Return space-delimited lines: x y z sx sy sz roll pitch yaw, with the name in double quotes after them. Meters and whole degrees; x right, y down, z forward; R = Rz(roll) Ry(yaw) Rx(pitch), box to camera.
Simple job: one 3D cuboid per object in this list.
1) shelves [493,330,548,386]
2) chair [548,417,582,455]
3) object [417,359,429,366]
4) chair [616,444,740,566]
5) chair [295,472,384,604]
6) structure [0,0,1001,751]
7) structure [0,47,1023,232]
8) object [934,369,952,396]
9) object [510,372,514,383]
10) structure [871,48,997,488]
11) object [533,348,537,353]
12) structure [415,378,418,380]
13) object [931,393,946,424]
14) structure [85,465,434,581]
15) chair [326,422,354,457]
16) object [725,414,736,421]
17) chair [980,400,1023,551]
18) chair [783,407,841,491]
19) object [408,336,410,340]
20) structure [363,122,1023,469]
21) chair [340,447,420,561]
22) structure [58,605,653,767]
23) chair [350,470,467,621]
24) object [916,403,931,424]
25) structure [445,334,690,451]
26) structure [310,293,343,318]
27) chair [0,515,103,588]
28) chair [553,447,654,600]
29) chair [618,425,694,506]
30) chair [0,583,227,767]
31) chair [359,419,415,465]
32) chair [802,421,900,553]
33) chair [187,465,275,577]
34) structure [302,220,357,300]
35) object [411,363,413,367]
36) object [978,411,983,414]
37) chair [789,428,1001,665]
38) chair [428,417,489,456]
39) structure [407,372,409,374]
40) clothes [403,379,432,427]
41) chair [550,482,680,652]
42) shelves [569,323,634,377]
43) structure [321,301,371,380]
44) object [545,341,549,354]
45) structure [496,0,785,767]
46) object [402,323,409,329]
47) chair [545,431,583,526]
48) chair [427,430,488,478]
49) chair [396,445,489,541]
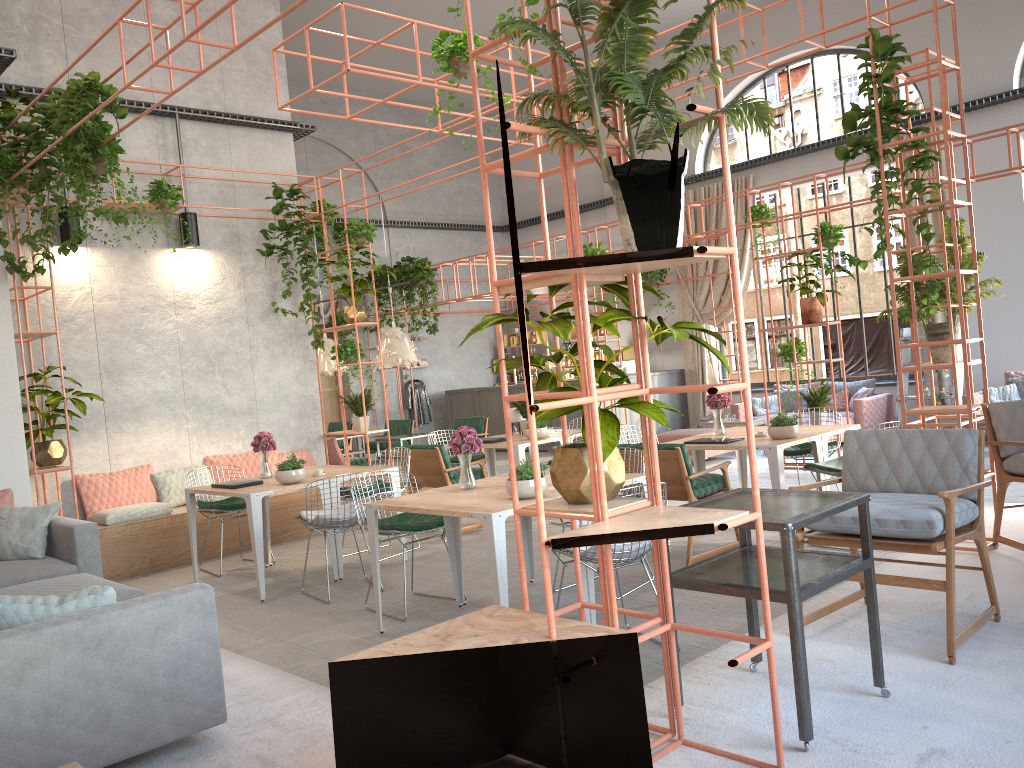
0.338 -0.190 18.959 0.328 1.838 1.750 -7 2 -43 "shelves"
0.782 0.863 10.165 0.565 0.941 0.717 -4 2 43 "chair"
-1.831 -0.444 18.168 0.219 0.149 0.129 -7 2 -43 "object"
1.257 0.890 6.888 0.685 0.917 0.722 -7 2 -43 "chair"
-1.337 1.138 6.865 0.565 0.941 0.717 -6 1 -27 "chair"
-3.187 -0.648 9.290 4.501 4.345 14.096 -7 2 -45 "structure"
-0.473 -3.233 9.450 15.603 0.110 15.203 -7 2 -43 "structure"
6.115 -0.050 12.594 0.216 0.430 0.219 -5 2 40 "object"
0.007 -0.144 19.154 0.073 0.219 0.105 -6 1 -37 "object"
3.242 -0.640 6.777 0.624 3.602 0.424 -7 2 -43 "structure"
0.477 -0.675 18.624 0.083 0.159 0.083 -6 1 -34 "object"
-1.960 -0.097 18.112 0.066 0.044 0.019 -7 2 -43 "structure"
6.034 0.353 12.523 0.236 0.464 0.225 -5 1 25 "object"
-4.529 1.580 11.349 4.386 0.500 5.831 -7 2 -43 "structure"
-3.159 1.147 15.428 0.685 0.930 0.722 -7 2 -43 "chair"
3.314 0.546 13.585 0.199 0.145 0.156 -6 1 -29 "object"
3.294 0.542 5.201 0.722 0.914 0.685 -6 1 -3 "chair"
2.701 0.719 8.154 0.565 0.941 0.717 -4 2 43 "chair"
-2.119 -0.862 17.921 0.136 0.336 0.145 -6 1 -29 "object"
3.409 -0.813 13.326 4.157 4.247 14.689 -7 2 -43 "structure"
-1.257 1.102 8.227 0.565 0.941 0.717 -4 2 43 "chair"
-2.391 1.036 3.254 3.396 1.111 9.152 -7 2 -43 "structure"
-0.741 1.094 6.222 0.565 0.941 0.717 -7 2 -42 "chair"
5.893 0.437 12.724 0.208 0.320 0.192 -6 2 -38 "object"
0.976 0.147 17.438 2.579 2.022 4.057 -7 2 -43 "structure"
-3.742 -1.446 16.563 1.312 0.505 0.063 -7 2 -43 "structure"
-3.451 1.299 5.855 1.127 0.672 1.052 -7 2 -43 "chair"
0.617 0.961 6.239 0.565 0.941 0.717 -4 2 43 "chair"
1.344 0.851 8.136 0.565 0.941 0.717 -7 2 -42 "chair"
-1.914 1.153 3.628 1.056 0.586 1.127 -7 2 -43 "chair"
-1.972 1.058 14.168 0.685 0.930 0.722 -7 2 -43 "chair"
2.621 0.755 6.792 0.565 0.941 0.717 -6 1 -27 "chair"
-2.615 1.234 8.210 0.565 0.941 0.717 -7 2 -42 "chair"
-3.746 -2.286 16.472 0.856 1.514 1.939 -5 2 41 "structure"
-2.042 -0.425 17.956 0.063 0.151 0.063 -5 1 33 "object"
5.735 0.364 11.016 0.199 0.145 0.156 -6 1 -29 "object"
1.796 0.701 4.176 0.685 0.929 0.722 -7 2 -43 "chair"
-0.759 0.967 12.881 0.685 0.929 0.722 -7 2 -43 "chair"
-2.104 -0.232 17.983 0.066 0.044 0.019 -7 2 -43 "structure"
-1.897 0.397 18.025 0.366 0.997 0.625 -5 1 27 "clothes"
0.536 0.998 4.877 0.565 0.941 0.717 -6 1 -27 "chair"
1.653 -0.289 17.563 0.328 1.838 1.750 -7 2 -43 "shelves"
-3.307 -0.864 17.065 0.921 1.527 0.950 -4 2 45 "structure"
0.742 -0.756 18.517 0.075 0.273 0.075 -5 1 13 "object"
0.508 -0.490 2.764 0.748 3.623 0.722 -7 2 -43 "structure"
-2.148 -1.164 17.905 0.133 0.145 0.133 -5 1 8 "object"
0.702 0.899 8.804 0.565 0.941 0.717 -6 1 -27 "chair"
-0.576 0.996 10.148 0.565 0.941 0.717 -7 2 -42 "chair"
-0.662 1.034 8.900 0.685 0.917 0.722 -7 2 -43 "chair"
